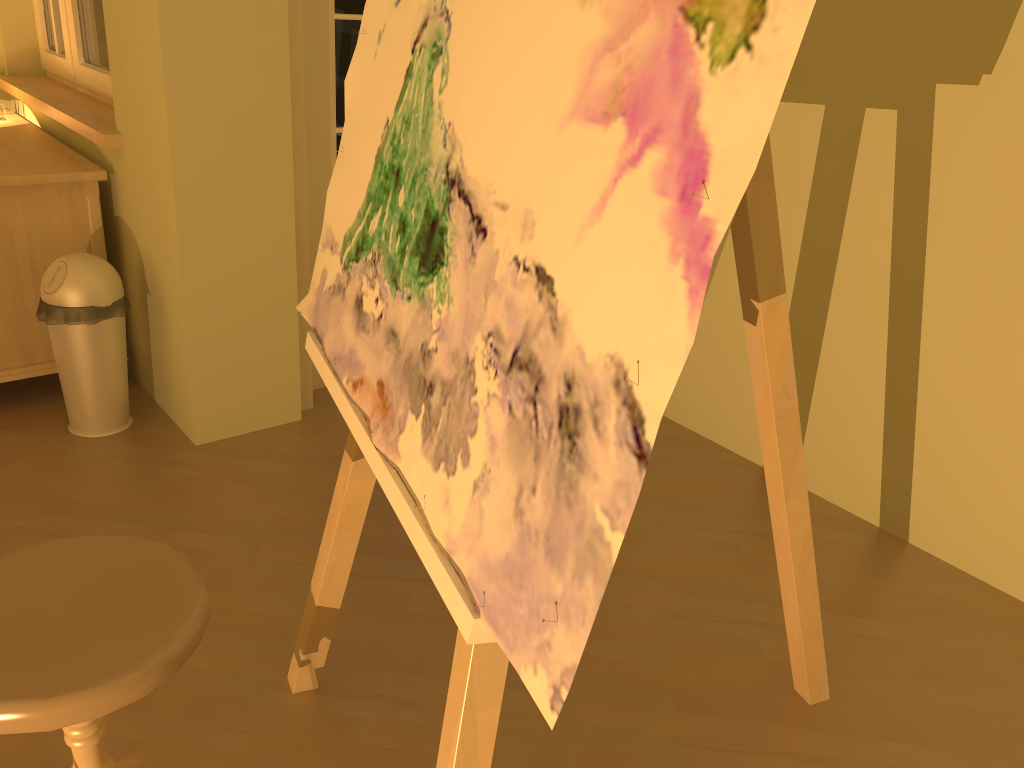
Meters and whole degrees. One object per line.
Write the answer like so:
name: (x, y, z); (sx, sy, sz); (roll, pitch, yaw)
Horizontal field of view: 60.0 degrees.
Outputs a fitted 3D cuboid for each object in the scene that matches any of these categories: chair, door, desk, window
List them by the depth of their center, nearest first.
chair: (-0.589, 0.532, 1.226); (0.364, 0.551, 0.348); (-8, 27, -26)
door: (-0.329, -0.961, 2.847); (0.884, 2.033, 0.098); (-14, 30, -36)
window: (-1.471, -1.614, 2.976); (0.142, 1.263, 1.486); (-14, 30, -36)
desk: (-1.946, -0.496, 3.116); (0.684, 0.720, 1.396); (-14, 30, -36)

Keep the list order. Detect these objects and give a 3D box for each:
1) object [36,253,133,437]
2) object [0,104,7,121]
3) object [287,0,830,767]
object: (-1.244, -0.122, 2.614); (0.255, 0.535, 0.248); (2, 24, -5)
object: (-2.031, -1.084, 3.409); (0.240, 0.105, 0.070); (25, 31, 38)
object: (0.027, -0.133, 1.310); (0.972, 1.896, 1.132); (19, 28, 30)
